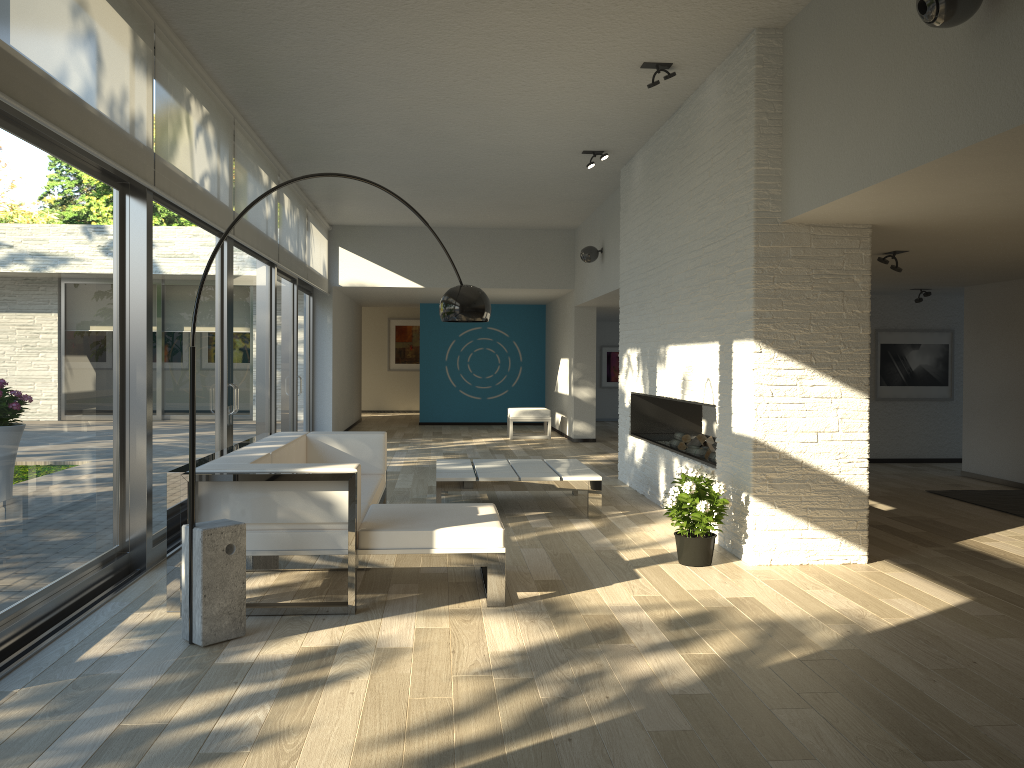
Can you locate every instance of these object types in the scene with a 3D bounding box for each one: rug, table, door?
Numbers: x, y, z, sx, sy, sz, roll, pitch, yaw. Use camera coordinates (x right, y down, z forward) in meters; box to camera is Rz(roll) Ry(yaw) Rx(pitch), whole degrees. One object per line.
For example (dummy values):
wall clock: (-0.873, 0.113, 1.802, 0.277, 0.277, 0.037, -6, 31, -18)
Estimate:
rug: (4.306, 0.991, 7.065, 0.979, 0.011, 1.999, 0, 1, -5)
table: (0.006, 0.822, 7.110, 1.220, 0.305, 1.220, 0, 1, -5)
door: (-1.446, -0.090, 8.614, 19.440, 2.373, 22.953, 0, 1, -5)

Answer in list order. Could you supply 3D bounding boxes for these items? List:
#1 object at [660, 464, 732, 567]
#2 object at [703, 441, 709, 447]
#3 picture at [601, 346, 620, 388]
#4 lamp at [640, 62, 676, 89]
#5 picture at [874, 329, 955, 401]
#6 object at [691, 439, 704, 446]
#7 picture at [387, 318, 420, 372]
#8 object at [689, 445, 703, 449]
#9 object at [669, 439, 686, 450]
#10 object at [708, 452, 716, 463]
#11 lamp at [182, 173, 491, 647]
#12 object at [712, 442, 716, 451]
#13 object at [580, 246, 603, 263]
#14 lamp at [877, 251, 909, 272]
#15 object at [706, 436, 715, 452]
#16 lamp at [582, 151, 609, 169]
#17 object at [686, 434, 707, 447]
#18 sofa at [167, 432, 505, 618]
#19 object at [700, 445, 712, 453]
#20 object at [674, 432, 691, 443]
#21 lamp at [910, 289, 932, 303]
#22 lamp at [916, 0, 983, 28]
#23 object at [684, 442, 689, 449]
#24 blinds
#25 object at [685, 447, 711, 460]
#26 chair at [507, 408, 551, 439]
object: (1.059, 0.752, 5.101, 0.405, 0.571, 0.431, 1, 1, 17)
object: (1.568, 0.487, 7.041, 0.064, 0.060, 0.229, 0, 1, -4)
picture: (2.215, -0.331, 17.371, 0.958, 0.828, 0.017, 0, 1, -5)
lamp: (0.943, -1.961, 5.679, 0.234, 0.153, 0.135, 0, 1, -5)
picture: (4.688, -0.220, 10.320, 0.958, 0.828, 0.017, 0, 1, -5)
object: (1.563, 0.516, 7.556, 0.082, 0.073, 0.237, 0, 1, -6)
picture: (-2.082, -0.873, 19.778, 1.378, 1.191, 0.017, 0, 1, -5)
object: (1.455, 0.529, 7.010, 0.075, 0.074, 0.246, 0, 1, -6)
object: (1.411, 0.516, 7.546, 0.075, 0.074, 0.246, 0, 1, -6)
object: (1.501, 0.543, 6.443, 0.075, 0.074, 0.246, 0, 1, -6)
lamp: (-0.707, 0.025, 4.220, 0.282, 2.024, 1.754, 1, 1, 38)
object: (1.537, 0.478, 6.447, 0.093, 0.088, 0.260, 0, 1, -6)
object: (0.968, -1.541, 10.549, 0.315, 0.203, 0.201, 0, 1, -5)
lamp: (2.728, -0.872, 6.372, 0.135, 0.153, 0.234, 0, 1, -5)
object: (1.557, 0.488, 6.837, 0.064, 0.165, 0.225, 0, 1, -6)
lamp: (0.753, -2.020, 7.992, 0.234, 0.153, 0.135, 0, 1, -5)
object: (1.483, 0.479, 7.113, 0.093, 0.170, 0.272, 0, 1, -6)
sofa: (-0.892, 0.692, 5.209, 1.545, 0.654, 2.404, 0, 1, -5)
object: (1.529, 0.530, 7.003, 0.076, 0.076, 0.236, 0, 1, -6)
object: (1.451, 0.452, 7.546, 0.082, 0.073, 0.237, 0, 1, -6)
lamp: (4.378, -0.939, 9.473, 0.234, 0.153, 0.135, 0, 1, -5)
lamp: (1.579, -1.352, 3.106, 0.315, 0.203, 0.201, 0, 1, -5)
object: (1.485, 0.516, 7.539, 0.076, 0.076, 0.236, 0, 1, -6)
blinds: (-2.099, -1.585, 6.688, 0.056, 0.984, 11.532, 0, 1, -5)
object: (1.434, 0.534, 6.817, 0.075, 0.074, 0.246, 0, 1, -26)
chair: (0.254, 0.597, 13.511, 0.611, 0.442, 0.610, 0, 1, -5)
